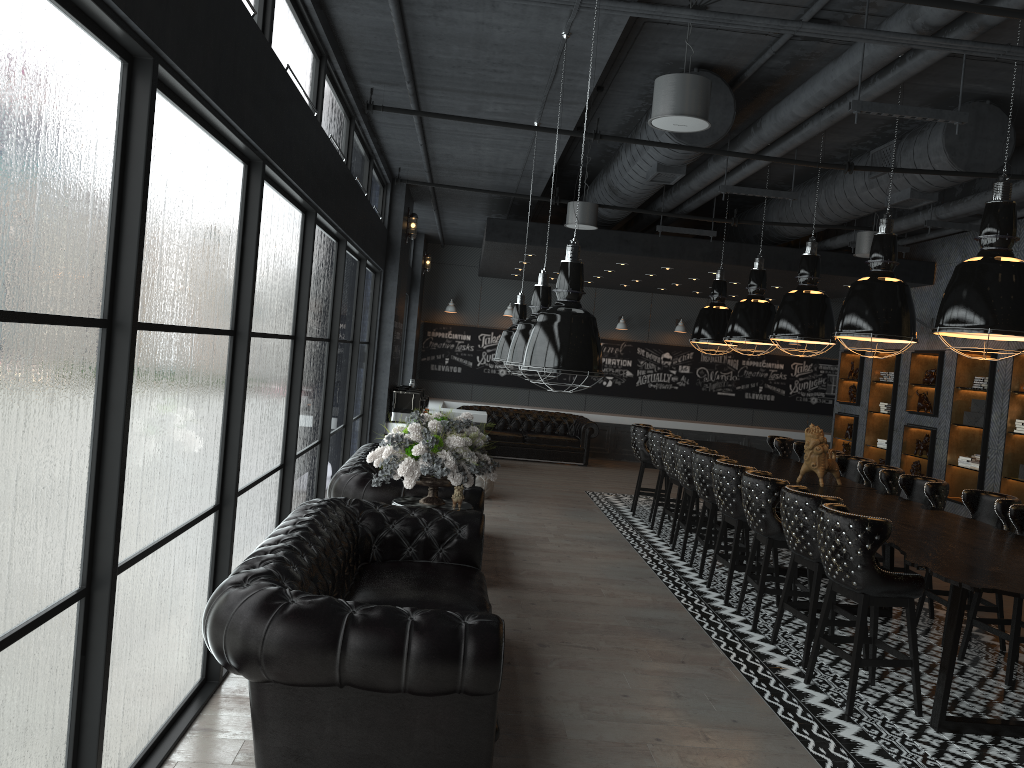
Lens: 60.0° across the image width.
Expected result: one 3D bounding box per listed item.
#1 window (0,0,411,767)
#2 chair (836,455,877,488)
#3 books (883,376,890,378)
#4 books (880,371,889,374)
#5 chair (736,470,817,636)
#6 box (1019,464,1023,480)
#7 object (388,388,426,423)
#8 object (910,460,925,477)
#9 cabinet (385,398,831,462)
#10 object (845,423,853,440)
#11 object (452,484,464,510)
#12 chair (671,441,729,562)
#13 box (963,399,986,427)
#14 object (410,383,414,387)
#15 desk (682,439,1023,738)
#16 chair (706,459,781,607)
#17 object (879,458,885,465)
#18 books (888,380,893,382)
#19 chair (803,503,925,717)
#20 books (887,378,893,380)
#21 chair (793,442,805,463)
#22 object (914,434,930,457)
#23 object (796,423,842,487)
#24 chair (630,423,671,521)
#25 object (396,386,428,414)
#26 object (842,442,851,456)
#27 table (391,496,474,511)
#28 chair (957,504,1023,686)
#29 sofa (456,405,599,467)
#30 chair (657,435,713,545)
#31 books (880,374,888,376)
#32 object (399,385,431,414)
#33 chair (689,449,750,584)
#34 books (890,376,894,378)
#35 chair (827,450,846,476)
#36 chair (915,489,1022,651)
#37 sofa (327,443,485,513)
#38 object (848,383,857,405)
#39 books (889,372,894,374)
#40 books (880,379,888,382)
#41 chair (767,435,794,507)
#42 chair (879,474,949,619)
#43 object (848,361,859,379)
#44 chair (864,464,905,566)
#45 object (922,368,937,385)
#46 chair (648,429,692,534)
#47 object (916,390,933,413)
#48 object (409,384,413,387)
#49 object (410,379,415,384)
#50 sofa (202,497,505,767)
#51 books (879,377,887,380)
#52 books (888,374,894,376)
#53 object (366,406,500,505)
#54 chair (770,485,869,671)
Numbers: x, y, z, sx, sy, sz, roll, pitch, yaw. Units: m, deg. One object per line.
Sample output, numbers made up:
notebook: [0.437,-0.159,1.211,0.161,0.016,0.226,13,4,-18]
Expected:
window: [-1.423,-0.361,5.389,0.120,3.728,20.802,5,2,-3]
chair: [3.251,1.265,8.767,0.568,1.092,0.504,5,1,-8]
books: [5.496,-0.096,12.799,0.193,0.028,0.245,5,2,4]
books: [5.462,-0.155,12.795,0.193,0.028,0.245,5,2,-6]
chair: [1.937,1.219,6.544,0.568,1.092,0.504,5,1,1]
box: [5.585,0.881,9.382,0.323,0.315,0.419,5,2,-3]
object: [-1.295,0.283,11.279,0.503,0.426,0.335,5,2,-3]
object: [5.303,1.193,11.572,0.177,0.388,0.338,5,2,4]
cabinet: [2.393,1.140,14.404,8.419,0.826,6.313,5,2,-3]
object: [5.297,0.740,13.782,0.253,0.249,0.126,4,2,-28]
object: [-0.364,0.767,6.047,0.086,0.183,0.136,5,2,4]
chair: [1.830,1.138,8.685,0.568,1.092,0.504,5,1,0]
box: [5.557,0.345,10.486,0.298,0.315,0.419,5,2,-3]
object: [-1.569,0.029,13.879,0.074,0.073,0.074,6,2,16]
desk: [2.549,1.329,7.715,1.433,0.927,7.597,5,2,-3]
chair: [1.874,1.190,7.228,0.568,1.092,0.504,5,1,-6]
object: [5.379,1.196,12.678,0.314,0.251,0.157,6,2,12]
books: [5.469,-0.032,12.512,0.193,0.028,0.245,4,2,-24]
chair: [2.010,1.273,5.111,0.568,1.092,0.504,5,1,-11]
books: [5.454,-0.062,12.524,0.193,0.028,0.245,5,2,-16]
chair: [3.269,1.221,10.160,0.568,1.092,0.504,5,1,-7]
object: [5.369,0.792,11.626,0.143,0.306,0.317,5,2,-8]
object: [2.722,0.623,7.755,0.475,0.545,0.249,4,2,-41]
chair: [1.686,1.054,10.824,0.568,1.092,0.504,5,1,6]
object: [-1.323,0.263,11.795,0.503,0.426,0.335,5,2,-3]
object: [5.218,1.088,13.768,0.170,0.362,0.269,5,2,-10]
table: [-0.584,1.191,6.192,0.572,0.726,0.573,4,2,-40]
chair: [3.409,1.375,5.884,0.568,1.092,0.504,5,1,-11]
sofa: [0.187,0.887,15.755,2.565,0.838,1.240,5,2,-4]
chair: [1.821,1.114,9.389,0.568,1.092,0.504,5,1,-7]
books: [5.459,-0.127,12.796,0.193,0.028,0.245,5,2,2]
object: [-1.350,0.244,12.296,0.503,0.426,0.335,5,2,-3]
chair: [1.859,1.164,7.975,0.568,1.092,0.504,5,1,1]
books: [5.510,-0.085,12.529,0.193,0.028,0.245,4,2,-21]
chair: [3.213,1.238,9.470,0.568,1.092,0.504,5,1,-13]
chair: [3.415,1.352,6.601,0.568,1.092,0.504,5,1,-2]
sofa: [-0.890,1.051,7.815,1.239,0.838,2.566,5,2,-4]
object: [5.303,0.156,13.711,0.155,0.329,0.236,5,2,2]
books: [5.480,-0.144,12.508,0.193,0.028,0.245,4,2,-31]
books: [5.451,-0.043,12.798,0.193,0.028,0.245,5,2,1]
chair: [3.125,1.183,10.896,0.568,1.092,0.504,5,1,5]
chair: [3.245,1.312,7.323,0.568,1.092,0.504,5,1,-2]
object: [5.300,-0.218,13.723,0.097,0.290,0.290,5,2,-5]
chair: [3.224,1.285,8.085,0.568,1.092,0.504,5,1,5]
object: [5.448,-0.096,11.540,0.138,0.222,0.278,5,2,-4]
chair: [1.793,1.088,10.104,0.568,1.092,0.504,5,1,6]
object: [5.401,0.236,11.587,0.154,0.309,0.324,5,2,2]
object: [-1.561,0.035,13.717,0.074,0.073,0.074,6,2,16]
object: [-1.568,-0.035,13.960,0.074,0.073,0.074,6,2,28]
sofa: [-0.712,1.176,4.549,1.239,0.838,2.566,5,2,-4]
books: [5.443,-0.073,12.818,0.193,0.028,0.245,5,2,9]
books: [5.477,-0.116,12.510,0.193,0.028,0.245,4,2,-23]
object: [-0.517,0.500,6.204,0.848,0.663,0.875,6,2,27]
chair: [2.019,1.249,5.844,0.568,1.092,0.504,5,1,-9]
